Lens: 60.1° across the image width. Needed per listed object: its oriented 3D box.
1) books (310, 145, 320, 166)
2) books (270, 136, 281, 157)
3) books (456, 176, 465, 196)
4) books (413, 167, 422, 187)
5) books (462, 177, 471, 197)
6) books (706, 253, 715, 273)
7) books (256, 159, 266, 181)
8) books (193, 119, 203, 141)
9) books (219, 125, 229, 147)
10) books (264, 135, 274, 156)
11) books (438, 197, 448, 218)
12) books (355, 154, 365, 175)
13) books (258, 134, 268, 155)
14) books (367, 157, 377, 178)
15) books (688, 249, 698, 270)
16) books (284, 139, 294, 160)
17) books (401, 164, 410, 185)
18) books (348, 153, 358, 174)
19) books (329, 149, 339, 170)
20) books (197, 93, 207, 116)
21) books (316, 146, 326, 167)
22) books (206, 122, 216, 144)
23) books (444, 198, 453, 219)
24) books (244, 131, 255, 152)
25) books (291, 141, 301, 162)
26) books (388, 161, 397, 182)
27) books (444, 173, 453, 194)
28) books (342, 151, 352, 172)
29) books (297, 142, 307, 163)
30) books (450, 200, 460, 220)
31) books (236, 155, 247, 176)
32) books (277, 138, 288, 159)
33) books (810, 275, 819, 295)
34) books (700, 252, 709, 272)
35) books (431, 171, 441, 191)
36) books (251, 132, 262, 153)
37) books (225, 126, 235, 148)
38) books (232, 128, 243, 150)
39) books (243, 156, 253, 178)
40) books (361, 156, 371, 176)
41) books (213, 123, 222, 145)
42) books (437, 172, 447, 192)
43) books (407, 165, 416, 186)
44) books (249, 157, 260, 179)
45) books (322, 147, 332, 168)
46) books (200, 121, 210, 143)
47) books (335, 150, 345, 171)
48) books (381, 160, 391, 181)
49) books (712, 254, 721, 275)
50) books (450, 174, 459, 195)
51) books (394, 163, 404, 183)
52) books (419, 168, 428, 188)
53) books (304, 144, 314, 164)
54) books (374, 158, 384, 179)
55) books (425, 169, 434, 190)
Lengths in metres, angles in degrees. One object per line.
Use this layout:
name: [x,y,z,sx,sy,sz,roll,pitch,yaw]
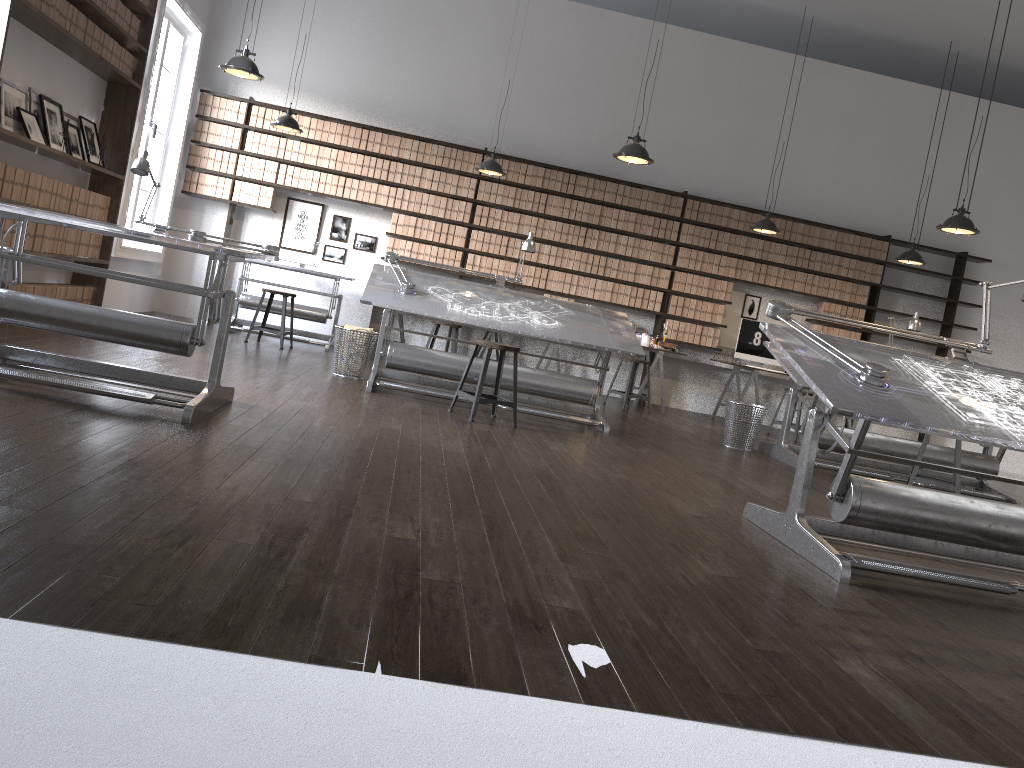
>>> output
books: [-2.140,-2.479,9.658,0.067,0.225,0.175,11,3,-7]
books: [-2.560,-2.558,9.617,0.066,0.225,0.175,11,3,-7]
books: [-0.575,-2.186,9.837,0.066,0.225,0.175,11,3,-7]
books: [-1.042,-2.273,9.780,0.067,0.225,0.175,11,3,-7]
books: [-0.513,-2.174,9.842,0.066,0.225,0.175,11,3,-7]
books: [2.253,-1.382,10.165,0.066,0.225,0.175,11,3,-7]
books: [-2.710,-2.314,9.612,0.066,0.225,0.175,11,3,-7]
books: [-3.358,-2.713,9.527,0.066,0.225,0.175,11,3,-7]
books: [-3.092,-2.663,9.551,0.067,0.225,0.175,11,3,-7]
books: [-2.623,-2.570,9.608,0.066,0.225,0.175,11,3,-7]
books: [-0.771,-1.950,9.823,0.067,0.225,0.175,11,3,-7]
books: [-1.667,-2.390,9.710,0.066,0.225,0.175,11,3,-7]
books: [-2.685,-2.581,9.596,0.067,0.225,0.175,11,3,-7]
books: [-1.535,-2.366,9.729,0.066,0.225,0.175,11,3,-7]
books: [2.047,-1.420,10.137,0.066,0.225,0.175,11,3,-7]
books: [-2.414,-2.531,9.633,0.066,0.225,0.175,11,3,-7]
books: [-1.177,-2.299,9.771,0.066,0.225,0.175,11,3,-7]
books: [-1.738,-2.404,9.705,0.066,0.225,0.175,11,3,-7]
books: [-1.943,-2.442,9.681,0.067,0.225,0.175,11,3,-7]
books: [-3.313,-2.986,9.513,0.067,0.225,0.175,11,3,-7]
books: [-2.075,-2.467,9.669,0.066,0.225,0.175,11,3,-7]
books: [-3.218,-2.687,9.540,0.066,0.225,0.175,11,3,-7]
books: [-0.705,-1.938,9.836,0.066,0.225,0.175,11,3,-7]
books: [-2.826,-2.608,9.584,0.066,0.225,0.175,11,3,-7]
books: [-2.344,-2.517,9.636,0.066,0.225,0.175,11,3,-7]
books: [-1.316,-2.325,9.756,0.066,0.225,0.175,11,3,-7]
books: [-0.708,-2.211,9.824,0.066,0.225,0.175,11,3,-7]
books: [-1.807,-2.417,9.702,0.066,0.225,0.175,11,3,-7]
books: [-2.276,-2.505,9.648,0.066,0.225,0.175,11,3,-7]
books: [-0.636,-1.925,9.844,0.066,0.225,0.175,11,3,-7]
books: [-2.917,-2.352,9.583,0.066,0.225,0.175,11,3,-7]
books: [-2.487,-2.544,9.620,0.067,0.225,0.175,11,3,-7]
books: [3.486,-1.151,10.301,0.066,0.225,0.175,11,3,-7]
books: [2.185,-1.395,10.160,0.066,0.225,0.175,11,3,-7]
books: [-0.845,-2.236,9.803,0.067,0.225,0.175,11,3,-7]
books: [-2.755,-2.594,9.589,0.066,0.225,0.175,11,3,-7]
books: [-3.026,-2.651,9.564,0.066,0.225,0.175,11,3,-7]
books: [-2.957,-2.638,9.572,0.066,0.225,0.175,11,3,-7]
books: [-2.846,-2.339,9.595,0.066,0.225,0.175,11,3,-7]
books: [-1.597,-2.377,9.718,0.067,0.225,0.175,11,3,-7]
books: [-3.157,-2.676,9.548,0.066,0.225,0.175,11,3,-7]
books: [-0.776,-2.223,9.815,0.066,0.225,0.175,11,3,-7]
books: [-1.108,-2.286,9.778,0.066,0.225,0.175,11,3,-7]
books: [-2.779,-2.327,9.606,0.066,0.225,0.175,11,3,-7]
books: [-2.014,-2.455,9.675,0.066,0.225,0.175,11,3,-7]
books: [-3.289,-2.700,9.530,0.067,0.225,0.175,11,3,-7]
books: [-1.875,-2.429,9.692,0.066,0.225,0.175,11,3,-7]
books: [-1.388,-2.338,9.742,0.067,0.225,0.175,11,3,-7]
books: [2.323,-1.369,10.169,0.067,0.225,0.175,11,3,-7]
books: [-0.640,-2.197,9.825,0.067,0.225,0.175,11,3,-7]
books: [-1.246,-2.311,9.759,0.066,0.225,0.175,11,3,-7]
books: [-0.977,-2.261,9.792,0.066,0.225,0.175,11,3,-7]
books: [-2.206,-2.492,9.656,0.066,0.225,0.175,11,3,-7]
books: [-1.461,-2.352,9.740,0.066,0.225,0.175,11,3,-7]
books: [-0.915,-2.249,9.797,0.066,0.225,0.175,11,3,-7]
